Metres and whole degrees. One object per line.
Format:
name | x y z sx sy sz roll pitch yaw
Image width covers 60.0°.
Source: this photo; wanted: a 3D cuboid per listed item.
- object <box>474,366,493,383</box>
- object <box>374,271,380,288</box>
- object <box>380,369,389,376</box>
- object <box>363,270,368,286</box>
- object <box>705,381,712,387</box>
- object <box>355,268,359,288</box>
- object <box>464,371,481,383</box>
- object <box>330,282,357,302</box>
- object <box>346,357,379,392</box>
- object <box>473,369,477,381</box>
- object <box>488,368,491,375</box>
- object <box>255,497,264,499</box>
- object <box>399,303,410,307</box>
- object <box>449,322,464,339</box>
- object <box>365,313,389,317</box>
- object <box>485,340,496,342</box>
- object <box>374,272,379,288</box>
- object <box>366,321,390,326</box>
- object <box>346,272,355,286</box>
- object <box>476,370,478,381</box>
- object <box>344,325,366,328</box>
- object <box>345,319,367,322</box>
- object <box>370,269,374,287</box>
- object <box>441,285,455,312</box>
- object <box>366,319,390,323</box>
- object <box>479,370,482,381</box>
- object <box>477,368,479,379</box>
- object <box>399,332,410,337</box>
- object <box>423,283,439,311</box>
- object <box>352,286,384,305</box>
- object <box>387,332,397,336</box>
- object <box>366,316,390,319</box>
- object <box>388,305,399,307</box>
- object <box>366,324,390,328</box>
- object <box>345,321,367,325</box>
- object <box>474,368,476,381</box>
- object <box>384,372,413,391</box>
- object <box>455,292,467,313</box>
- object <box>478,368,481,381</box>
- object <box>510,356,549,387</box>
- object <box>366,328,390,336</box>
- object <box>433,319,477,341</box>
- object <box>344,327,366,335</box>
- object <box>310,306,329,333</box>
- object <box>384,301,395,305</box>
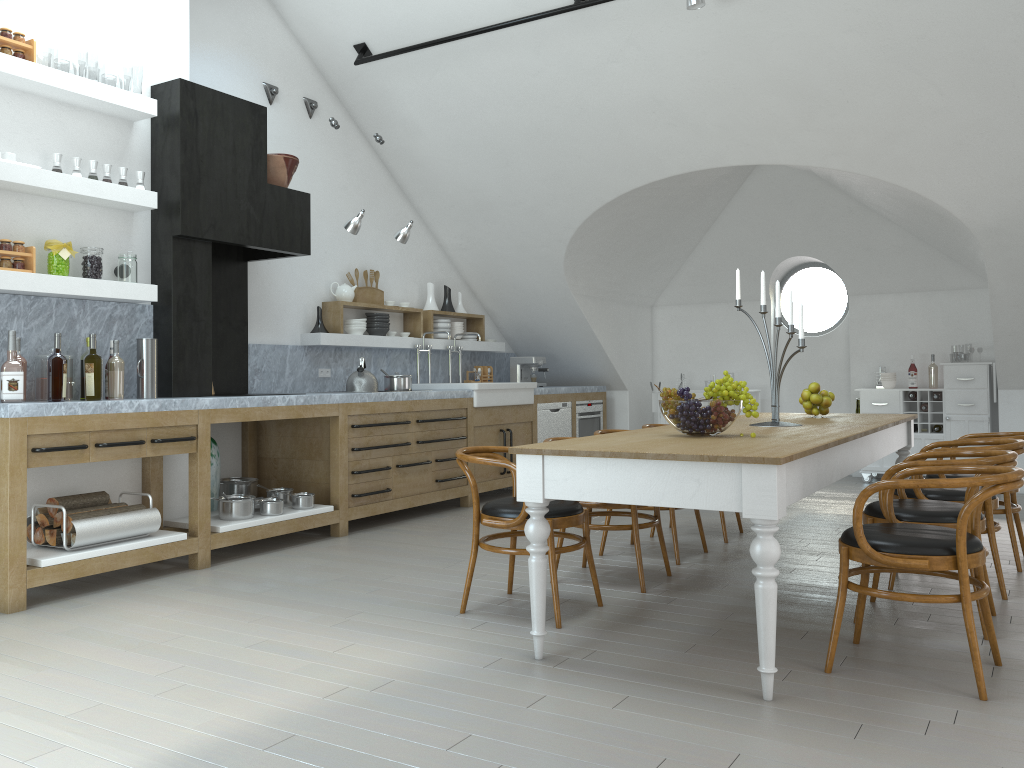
object | -0.286 -0.074 8.981 0.104 0.223 0.200 -1 -1 31
object | -1.174 -0.830 7.652 0.039 0.298 0.067 -1 -1 31
object | -0.956 -0.037 7.046 0.236 0.167 0.051 -1 -1 27
object | -1.240 -0.830 7.578 0.040 0.299 0.061 -1 -1 29
object | 2.087 0.017 9.417 0.082 0.105 0.081 -1 -1 45
object | -1.302 -0.829 7.476 0.027 0.299 0.055 -1 -2 31
object | -0.392 -0.045 8.785 0.100 0.171 0.173 -1 -1 33
object | -1.384 -0.752 7.301 0.174 0.169 0.168 -1 0 15
object | -1.131 -0.072 6.686 0.246 0.268 0.246 -1 -1 41
object | -0.366 -0.064 8.826 0.040 0.192 0.042 0 -1 -21
object | -0.235 -0.066 8.990 0.040 0.192 0.042 0 -1 -8
object | -1.695 0.766 5.808 0.061 0.035 0.169 -1 0 31
object | -0.963 -0.705 7.980 0.098 0.049 0.098 -1 0 29
object | -0.540 -0.517 8.580 0.158 0.160 0.154 0 -1 -31
object | -1.158 -0.571 7.621 0.205 0.080 0.205 -1 0 34
object | -0.260 -0.431 9.104 0.213 0.025 0.213 -1 0 19
object | -1.170 -0.830 7.693 0.030 0.294 0.057 -1 -2 31
object | -1.149 -0.496 7.612 0.205 0.086 0.205 -1 0 -16
object | -1.319 -0.811 7.443 0.016 0.259 0.199 -2 -1 42
object | -0.348 -0.051 8.784 0.019 0.179 0.044 -1 -1 -4
object | -1.302 -0.457 7.370 0.181 0.065 0.181 -1 0 -21
object | -1.300 -0.509 7.375 0.181 0.076 0.181 -1 0 -21
object | -1.205 -0.830 7.597 0.019 0.299 0.057 -1 -2 31
object | -0.620 -0.818 8.536 0.156 0.268 0.156 -1 -1 36
object | -1.154 -0.518 7.616 0.205 0.072 0.205 -1 0 19
object | -0.324 -0.052 8.815 0.044 0.179 0.019 -1 -1 16
object | -0.341 -0.061 8.810 0.023 0.196 0.018 -1 -1 26
object | -0.964 -0.437 7.968 0.098 0.049 0.098 -1 0 29
object | -0.760 -0.815 8.313 0.156 0.268 0.156 -1 -1 20
object | -1.231 -0.751 7.570 0.084 0.158 0.353 -1 0 31
object | -1.064 -0.434 7.804 0.098 0.049 0.098 -1 0 29
object | -1.155 -0.543 7.621 0.205 0.084 0.205 -1 0 -31
object | -1.074 -0.679 7.796 0.164 0.012 0.164 -1 0 -41
object | -1.155 -0.468 7.612 0.205 0.086 0.205 -1 0 -21
object | -1.301 -0.480 7.373 0.181 0.069 0.181 -1 0 -41
object | -0.361 -0.061 8.799 0.019 0.196 0.022 -1 -1 20
object | -0.885 -0.012 7.097 0.232 0.170 0.394 -1 0 11
object | -0.512 -0.796 8.732 0.156 0.218 0.156 -1 -1 13
object | -0.324 -0.064 8.801 0.040 0.192 0.042 0 -1 -22
object | 0.222 -0.123 9.209 0.386 0.320 0.324 -1 0 31
object | -1.154 -0.442 7.612 0.205 0.072 0.205 -1 0 19
object | -0.561 -0.514 8.592 0.198 0.196 0.657 -1 0 31
object | -1.301 -0.434 7.370 0.181 0.064 0.181 -1 0 -36
object | -1.528 -0.509 7.038 0.156 0.218 0.156 -1 -1 13
object | -1.075 -0.702 7.797 0.098 0.049 0.098 -1 0 29
